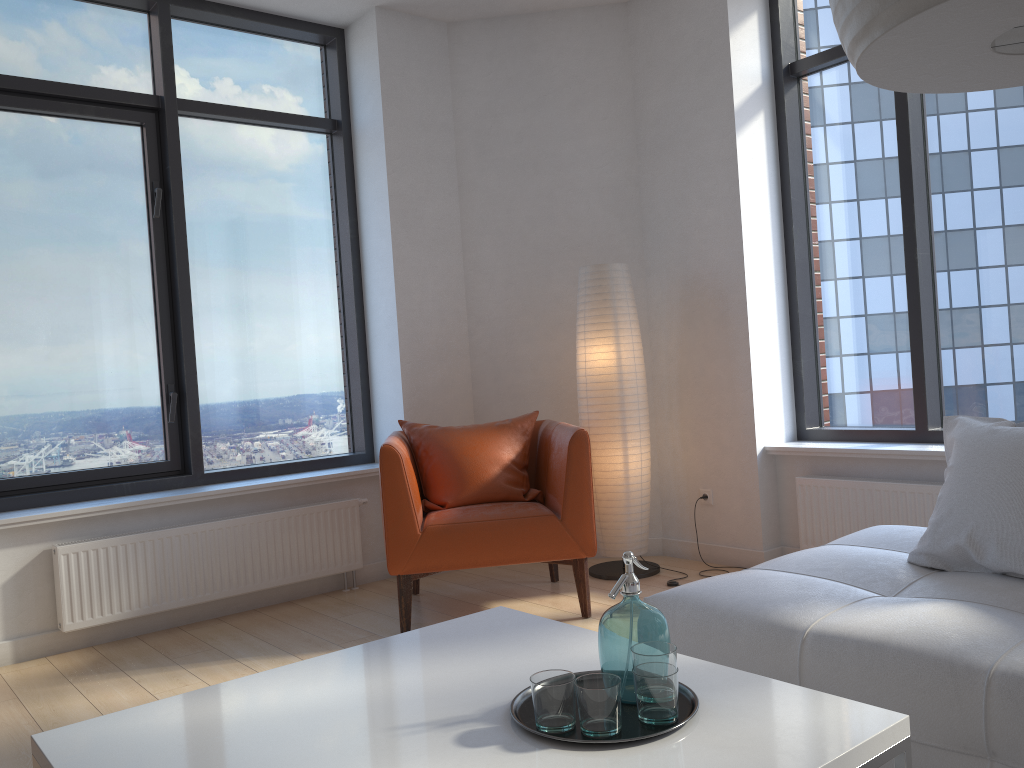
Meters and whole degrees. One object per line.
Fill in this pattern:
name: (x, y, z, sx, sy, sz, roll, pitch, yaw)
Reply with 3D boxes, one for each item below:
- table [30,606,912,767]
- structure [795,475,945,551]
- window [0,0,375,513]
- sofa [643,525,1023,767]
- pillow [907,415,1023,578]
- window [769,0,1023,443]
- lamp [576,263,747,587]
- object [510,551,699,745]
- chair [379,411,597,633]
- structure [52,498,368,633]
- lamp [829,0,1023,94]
table: (-0.102, 0.808, 1.536, 1.091, 0.435, 1.091, -5, 1, -38)
structure: (1.709, 0.651, 3.837, 0.110, 0.460, 1.015, -5, 1, -38)
window: (-1.657, -0.697, 4.364, 1.960, 2.402, 0.170, -5, 1, -38)
sofa: (0.785, 0.614, 1.145, 3.424, 0.732, 2.614, -5, 1, -38)
pillow: (1.420, 0.291, 1.628, 0.580, 0.456, 2.156, -4, 1, -12)
window: (1.840, -0.935, 4.045, 0.170, 2.402, 1.310, -5, 1, -38)
lamp: (0.718, 0.167, 4.369, 0.804, 1.550, 0.502, -4, 1, 12)
object: (0.152, 0.439, 1.556, 0.330, 0.265, 0.330, -4, 1, -14)
chair: (-0.129, 0.574, 4.039, 0.896, 0.858, 0.843, -4, 1, -6)
structure: (-1.319, 0.856, 4.146, 1.474, 0.460, 0.110, -5, 1, -38)
lamp: (2.062, -0.436, 1.331, 3.199, 2.647, 0.710, -4, 1, -2)
